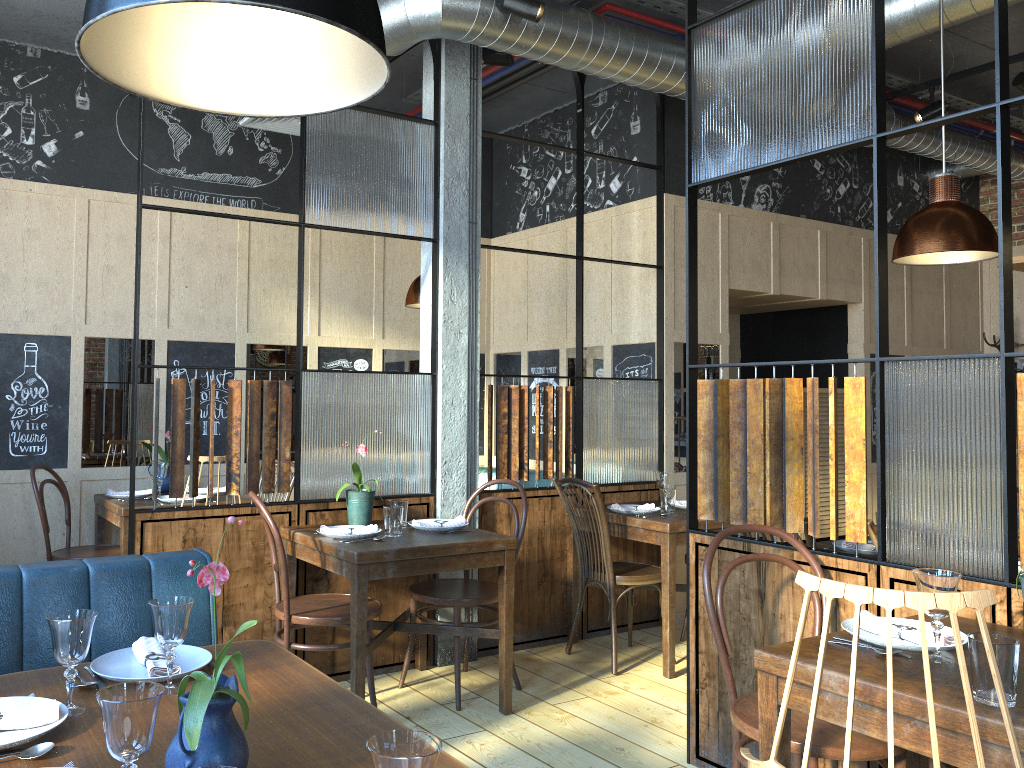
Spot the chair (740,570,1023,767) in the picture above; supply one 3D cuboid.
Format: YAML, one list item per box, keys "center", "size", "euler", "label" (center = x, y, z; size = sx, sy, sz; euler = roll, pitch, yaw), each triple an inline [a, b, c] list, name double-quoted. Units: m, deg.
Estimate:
- center: [0.686, 0.830, 1.565]
  size: [0.557, 1.007, 0.432]
  euler: [-1, -3, 28]
  label: "chair"

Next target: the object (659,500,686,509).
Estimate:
- center: [0.966, 0.639, 4.747]
  size: [0.258, 0.051, 0.338]
  euler: [1, -1, -31]
  label: "object"

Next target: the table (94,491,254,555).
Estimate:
- center: [-1.925, 1.010, 5.019]
  size: [0.718, 0.728, 0.782]
  euler: [2, -2, -34]
  label: "table"

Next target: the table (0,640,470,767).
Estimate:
- center: [-0.519, 0.985, 1.450]
  size: [0.787, 0.661, 1.605]
  euler: [2, -2, -35]
  label: "table"

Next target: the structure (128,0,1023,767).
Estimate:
- center: [2.590, -0.272, 3.898]
  size: [6.122, 3.329, 5.748]
  euler: [-1, -2, 40]
  label: "structure"

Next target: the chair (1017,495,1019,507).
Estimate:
- center: [1.903, 0.917, 3.665]
  size: [0.422, 0.916, 0.499]
  euler: [-1, -3, 30]
  label: "chair"

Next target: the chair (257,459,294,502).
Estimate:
- center: [-1.551, 0.919, 5.244]
  size: [0.422, 0.916, 0.499]
  euler: [-1, -3, 30]
  label: "chair"

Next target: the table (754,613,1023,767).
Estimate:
- center: [1.079, 0.975, 1.890]
  size: [0.718, 0.728, 0.782]
  euler: [2, -2, -34]
  label: "table"

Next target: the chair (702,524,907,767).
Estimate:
- center: [0.802, 0.884, 2.416]
  size: [0.430, 0.921, 0.559]
  euler: [1, -2, -13]
  label: "chair"

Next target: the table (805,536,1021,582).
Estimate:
- center: [1.702, 1.005, 3.238]
  size: [0.696, 0.728, 1.075]
  euler: [2, -2, -34]
  label: "table"

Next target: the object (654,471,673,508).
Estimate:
- center: [0.815, 0.567, 4.741]
  size: [0.096, 0.192, 0.100]
  euler: [1, -2, -14]
  label: "object"

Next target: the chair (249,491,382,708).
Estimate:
- center: [-0.801, 0.893, 3.587]
  size: [0.536, 0.921, 0.448]
  euler: [1, -2, -17]
  label: "chair"

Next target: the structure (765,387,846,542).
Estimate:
- center: [3.838, 0.514, 4.570]
  size: [5.217, 0.995, 1.214]
  euler: [0, -2, 32]
  label: "structure"

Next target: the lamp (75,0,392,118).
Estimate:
- center: [-0.469, -1.208, 1.557]
  size: [0.516, 1.327, 0.541]
  euler: [1, -2, -16]
  label: "lamp"

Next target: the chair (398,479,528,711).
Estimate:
- center: [-0.205, 0.906, 3.982]
  size: [0.524, 0.921, 0.458]
  euler: [2, -3, -42]
  label: "chair"

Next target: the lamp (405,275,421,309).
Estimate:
- center: [-0.452, -1.130, 5.293]
  size: [0.383, 1.336, 0.353]
  euler: [-1, -3, 29]
  label: "lamp"

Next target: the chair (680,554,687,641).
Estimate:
- center: [1.183, 0.935, 4.892]
  size: [0.422, 0.916, 0.499]
  euler: [-1, -3, 30]
  label: "chair"

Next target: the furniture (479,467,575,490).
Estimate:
- center: [-0.341, 0.986, 5.614]
  size: [1.427, 0.823, 1.505]
  euler: [1, -2, -34]
  label: "furniture"

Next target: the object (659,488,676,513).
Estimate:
- center: [0.798, 0.599, 4.519]
  size: [0.084, 0.120, 0.084]
  euler: [0, -2, -3]
  label: "object"

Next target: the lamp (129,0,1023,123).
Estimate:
- center: [2.447, -1.671, 3.504]
  size: [5.995, 0.274, 7.536]
  euler: [1, -1, -34]
  label: "lamp"

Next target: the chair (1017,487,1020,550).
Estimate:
- center: [3.129, 0.831, 5.586]
  size: [0.416, 1.196, 0.430]
  euler: [2, -3, -35]
  label: "chair"

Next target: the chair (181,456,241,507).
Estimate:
- center: [-1.662, 0.870, 4.650]
  size: [0.472, 1.007, 0.510]
  euler: [-2, -3, 43]
  label: "chair"

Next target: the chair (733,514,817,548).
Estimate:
- center: [1.101, 0.901, 3.181]
  size: [0.501, 0.916, 0.421]
  euler: [2, -3, -29]
  label: "chair"

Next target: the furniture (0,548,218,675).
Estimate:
- center: [-0.743, 0.899, 1.321]
  size: [1.307, 0.823, 2.724]
  euler: [1, -2, -35]
  label: "furniture"

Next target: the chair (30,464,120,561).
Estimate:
- center: [-2.341, 0.904, 4.816]
  size: [0.549, 0.921, 0.438]
  euler: [0, -2, -1]
  label: "chair"

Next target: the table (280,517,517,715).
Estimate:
- center: [-0.504, 0.997, 3.765]
  size: [0.718, 0.728, 0.782]
  euler: [2, -2, -34]
  label: "table"

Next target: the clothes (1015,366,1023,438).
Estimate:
- center: [3.863, 0.235, 6.541]
  size: [0.227, 0.771, 0.221]
  euler: [2, -3, -37]
  label: "clothes"

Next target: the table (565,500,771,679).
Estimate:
- center: [0.807, 1.025, 4.612]
  size: [0.718, 0.728, 0.782]
  euler: [2, -2, -34]
  label: "table"

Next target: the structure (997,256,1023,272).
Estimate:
- center: [4.297, 0.332, 4.771]
  size: [1.666, 2.176, 2.439]
  euler: [2, -2, -34]
  label: "structure"

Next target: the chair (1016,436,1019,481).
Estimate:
- center: [3.056, 0.815, 4.821]
  size: [0.403, 1.196, 0.444]
  euler: [1, -2, -15]
  label: "chair"

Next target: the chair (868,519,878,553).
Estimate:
- center: [1.476, 0.898, 2.862]
  size: [0.501, 0.916, 0.421]
  euler: [2, -3, -29]
  label: "chair"

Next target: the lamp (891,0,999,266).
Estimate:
- center: [1.670, -1.149, 3.419]
  size: [0.383, 1.336, 0.353]
  euler: [-1, -3, 29]
  label: "lamp"

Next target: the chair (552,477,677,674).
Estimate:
- center: [0.511, 0.920, 4.411]
  size: [0.501, 0.916, 0.421]
  euler: [2, -3, -29]
  label: "chair"
